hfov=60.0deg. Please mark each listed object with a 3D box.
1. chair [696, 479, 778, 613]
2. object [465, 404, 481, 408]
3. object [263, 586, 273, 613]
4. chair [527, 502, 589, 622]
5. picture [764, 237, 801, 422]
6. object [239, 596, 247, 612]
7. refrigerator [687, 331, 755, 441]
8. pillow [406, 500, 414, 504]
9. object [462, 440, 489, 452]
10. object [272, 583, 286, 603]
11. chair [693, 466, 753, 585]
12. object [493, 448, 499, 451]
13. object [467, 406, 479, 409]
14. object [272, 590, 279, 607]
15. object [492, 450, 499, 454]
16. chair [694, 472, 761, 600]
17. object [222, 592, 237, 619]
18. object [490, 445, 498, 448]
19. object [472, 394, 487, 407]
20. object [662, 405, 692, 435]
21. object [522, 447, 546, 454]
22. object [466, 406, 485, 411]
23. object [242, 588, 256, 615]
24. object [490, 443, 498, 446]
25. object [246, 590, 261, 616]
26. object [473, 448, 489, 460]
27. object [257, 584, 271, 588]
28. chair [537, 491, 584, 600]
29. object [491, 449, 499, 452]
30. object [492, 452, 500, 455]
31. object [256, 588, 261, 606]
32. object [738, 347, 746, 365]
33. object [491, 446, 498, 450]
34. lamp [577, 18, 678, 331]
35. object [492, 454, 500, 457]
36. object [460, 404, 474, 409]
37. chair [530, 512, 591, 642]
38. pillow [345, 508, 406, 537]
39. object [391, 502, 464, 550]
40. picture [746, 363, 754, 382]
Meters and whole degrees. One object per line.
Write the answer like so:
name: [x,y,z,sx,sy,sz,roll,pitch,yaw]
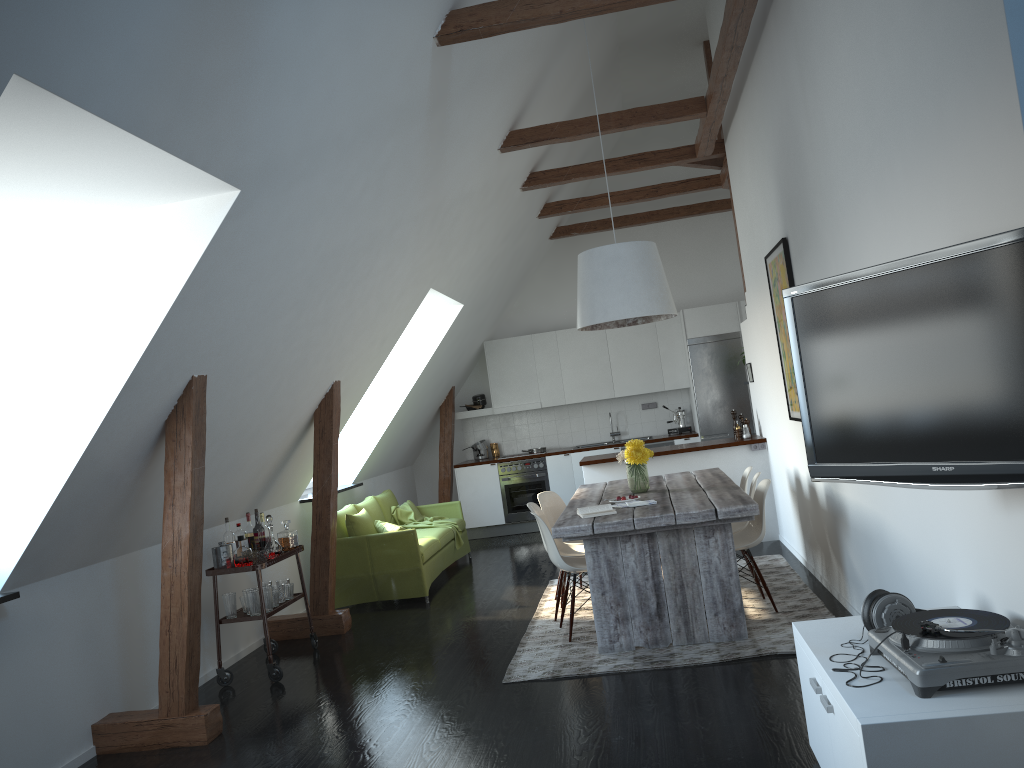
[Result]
chair: [1.440,1.043,5.693,0.542,0.801,0.465,-8,-2,4]
object: [-0.490,0.279,11.104,0.061,0.077,0.331,-7,-2,-34]
object: [-1.571,1.379,5.678,0.087,0.155,0.087,-7,-2,-19]
chair: [0.427,1.199,6.193,0.542,0.801,0.465,-8,-2,9]
picture: [1.855,-0.333,5.959,0.036,1.181,0.808,-8,-2,8]
object: [-1.724,1.432,5.780,0.092,0.099,0.092,-7,-2,-14]
refrigerator: [2.451,0.362,10.197,0.609,1.868,0.031,-8,-2,8]
pillow: [-1.054,1.352,9.145,0.210,0.275,0.462,-8,-2,6]
object: [-0.477,0.806,11.202,0.371,0.169,0.203,-7,-2,-20]
object: [-1.562,1.404,5.937,0.095,0.119,0.095,-7,-2,-30]
chair: [1.595,1.054,6.690,0.542,0.801,0.465,-8,-2,9]
object: [-0.219,0.828,11.240,0.099,0.057,0.101,-9,-2,20]
object: [-0.503,0.288,11.096,0.065,0.065,0.332,-7,-2,-25]
object: [-1.570,1.412,5.829,0.092,0.099,0.092,-7,-2,-14]
object: [-0.210,0.869,11.237,0.099,0.051,0.099,-8,-2,-6]
chair: [1.527,1.048,6.221,0.542,0.801,0.465,-8,-2,14]
object: [-1.785,1.407,5.621,0.087,0.155,0.087,-7,-2,-19]
object: [-0.226,0.793,11.237,0.100,0.036,0.100,-9,-2,36]
object: [-0.413,0.210,11.201,0.190,0.166,0.200,-7,-2,-29]
object: [1.990,0.425,10.814,0.353,0.370,0.206,-7,-2,-36]
object: [0.255,0.820,10.924,0.351,0.061,0.232,-7,-2,-19]
object: [-0.454,0.300,11.143,0.243,0.056,0.350,-8,-2,-3]
object: [-1.674,1.394,5.680,0.087,0.155,0.087,-7,-2,-19]
object: [-0.227,0.773,11.236,0.100,0.047,0.099,-8,-2,4]
object: [-1.626,1.384,5.595,0.087,0.155,0.087,-7,-2,-19]
object: [-0.376,0.870,11.157,0.200,0.154,0.348,-7,-2,-13]
object: [-1.672,1.421,6.002,0.095,0.119,0.095,-7,-2,-30]
chair: [0.512,1.206,6.765,0.542,0.801,0.465,-9,-2,34]
object: [-0.214,0.849,11.240,0.099,0.043,0.100,-8,-2,-4]
object: [-0.205,0.886,11.235,0.100,0.048,0.099,-9,-2,26]
object: [-1.710,1.423,5.886,0.095,0.119,0.095,-7,-2,-30]
object: [2.488,-0.290,8.818,0.493,0.486,0.506,-9,-2,28]
object: [-0.223,0.810,11.236,0.100,0.036,0.100,-7,-2,-26]
lamp: [0.623,-1.814,6.146,0.757,2.813,0.697,-7,-2,-32]
object: [-0.201,0.908,11.235,0.100,0.036,0.100,-8,-2,4]
object: [-0.521,0.296,11.191,0.357,0.075,0.244,-7,-2,-21]
chair: [0.442,1.180,5.666,0.542,0.801,0.465,-8,-2,-6]
pillow: [-1.087,1.246,7.610,0.600,0.387,0.475,-8,-2,5]
object: [-0.845,1.432,8.990,0.722,0.493,0.711,-8,-2,3]
picture: [2.231,-0.106,8.298,0.023,0.182,0.250,-8,-2,8]
